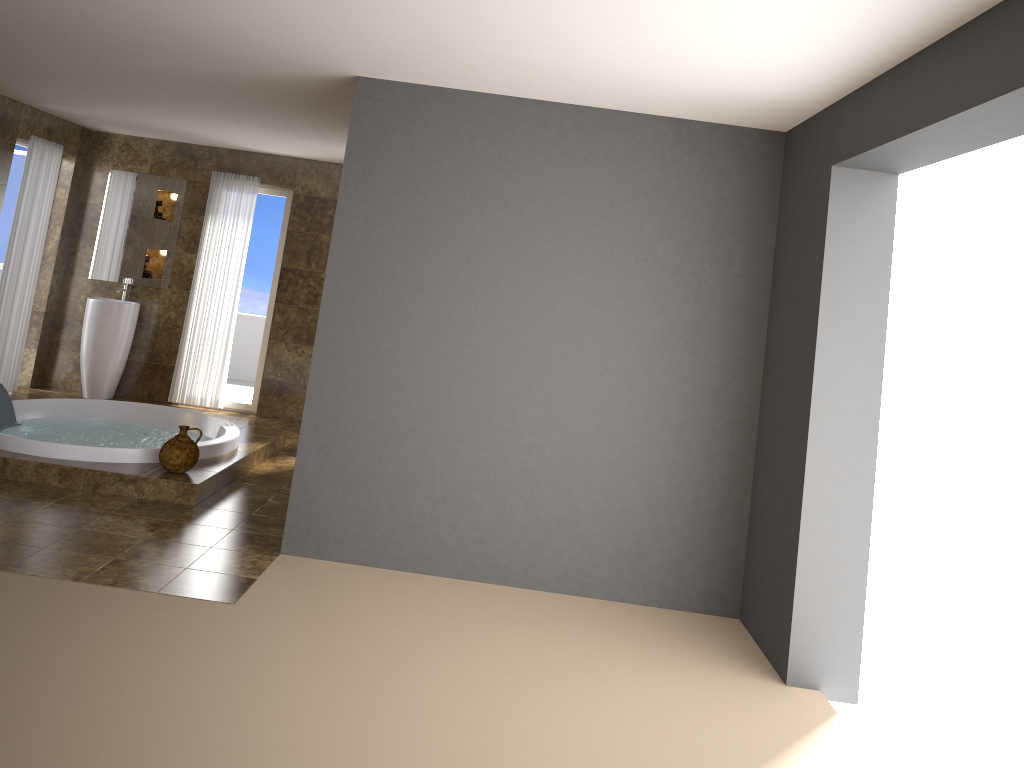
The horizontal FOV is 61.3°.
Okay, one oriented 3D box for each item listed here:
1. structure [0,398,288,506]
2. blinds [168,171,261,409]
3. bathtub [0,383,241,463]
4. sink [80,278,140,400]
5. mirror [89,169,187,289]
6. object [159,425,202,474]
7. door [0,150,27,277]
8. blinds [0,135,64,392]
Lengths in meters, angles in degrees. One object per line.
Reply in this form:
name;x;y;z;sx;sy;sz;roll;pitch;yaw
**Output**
structure;-2.815;0.408;6.011;2.005;0.125;1.997;8;6;0
blinds;-2.843;-0.924;8.301;0.519;2.291;0.066;7;-7;1
bathtub;-2.816;0.400;6.011;1.772;0.528;1.721;10;5;31
sink;-3.775;-0.434;8.051;0.460;1.150;0.428;7;-6;3
mirror;-3.635;-1.511;8.407;0.768;1.105;0.008;8;-7;1
object;-2.010;0.394;5.238;0.226;0.278;0.231;9;-2;-28
door;-4.989;-1.133;8.058;0.956;2.253;0.039;8;-7;-9
blinds;-4.282;-1.041;7.580;0.068;2.303;0.588;8;-6;-1
